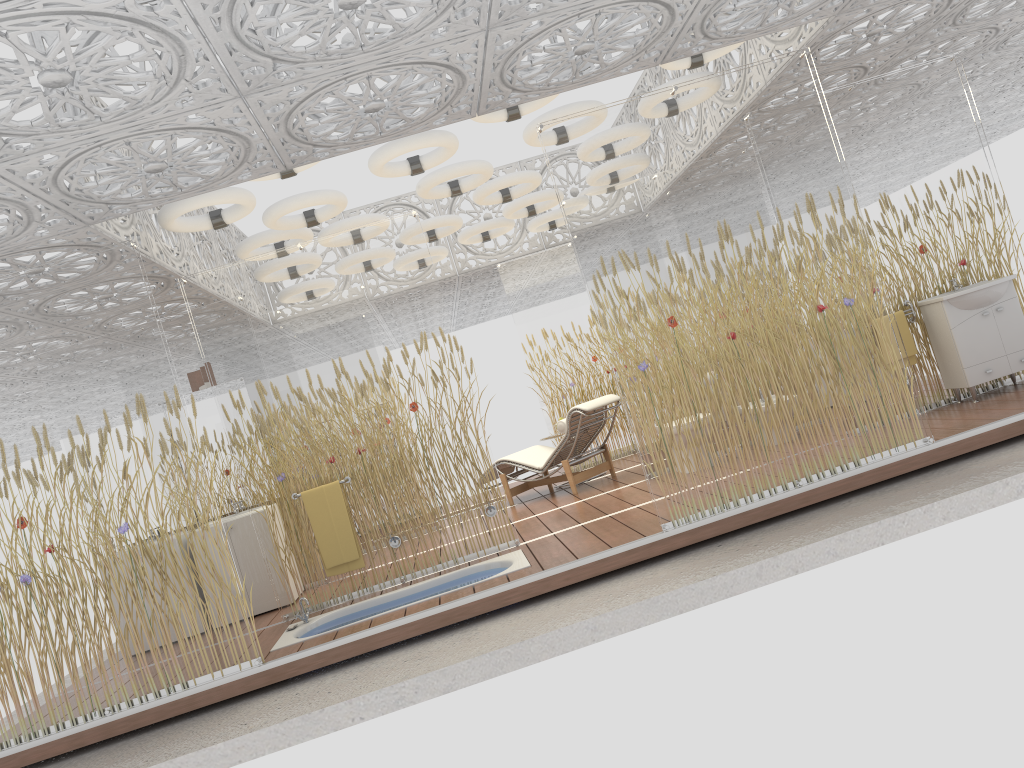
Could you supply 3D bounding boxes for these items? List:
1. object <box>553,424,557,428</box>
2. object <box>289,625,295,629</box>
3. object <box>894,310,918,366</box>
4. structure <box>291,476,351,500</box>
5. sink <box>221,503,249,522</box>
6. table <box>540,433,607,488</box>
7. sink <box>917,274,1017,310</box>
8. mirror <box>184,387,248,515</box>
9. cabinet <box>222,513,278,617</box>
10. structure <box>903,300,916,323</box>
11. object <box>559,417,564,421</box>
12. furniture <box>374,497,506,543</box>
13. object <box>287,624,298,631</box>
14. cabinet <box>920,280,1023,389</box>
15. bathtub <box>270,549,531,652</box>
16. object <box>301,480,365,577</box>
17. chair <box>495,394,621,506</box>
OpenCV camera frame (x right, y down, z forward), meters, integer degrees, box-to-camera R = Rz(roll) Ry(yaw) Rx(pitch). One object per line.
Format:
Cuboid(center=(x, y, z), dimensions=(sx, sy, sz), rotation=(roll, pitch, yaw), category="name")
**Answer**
Cuboid(center=(0.540, 0.453, 9.318), dimensions=(0.206, 0.105, 0.206), rotation=(-18, -1, 40), category="object")
Cuboid(center=(-1.488, 1.644, 5.999), dimensions=(0.035, 0.016, 0.066), rotation=(-17, -1, 4), category="object")
Cuboid(center=(2.907, -0.321, 6.737), dimensions=(0.295, 0.427, 0.042), rotation=(-17, -1, -14), category="object")
Cuboid(center=(-1.383, 0.755, 6.410), dimensions=(0.442, 0.047, 0.078), rotation=(-17, -1, -5), category="structure")
Cuboid(center=(-2.296, 1.127, 7.342), dimensions=(0.573, 0.266, 0.499), rotation=(-17, -1, -2), category="sink")
Cuboid(center=(0.646, 0.761, 9.381), dimensions=(0.420, 0.535, 0.420), rotation=(-17, -1, -35), category="table")
Cuboid(center=(3.451, -0.690, 6.669), dimensions=(0.603, 0.263, 0.454), rotation=(-17, -1, -5), category="sink")
Cuboid(center=(-2.833, 0.667, 7.579), dimensions=(1.422, 1.081, 0.009), rotation=(-17, -1, -5), category="mirror")
Cuboid(center=(-2.183, 1.477, 7.321), dimensions=(0.643, 0.782, 0.549), rotation=(-17, -1, -5), category="cabinet")
Cuboid(center=(2.905, -0.509, 6.775), dimensions=(0.405, 0.183, 0.115), rotation=(-17, -1, -7), category="structure")
Cuboid(center=(0.522, 0.376, 9.327), dimensions=(0.055, 0.056, 0.055), rotation=(-17, -1, -5), category="object")
Cuboid(center=(-0.514, 0.968, 6.353), dimensions=(0.977, 0.014, 0.178), rotation=(-17, -1, -5), category="furniture")
Cuboid(center=(-1.486, 1.651, 5.998), dimensions=(0.065, 0.011, 0.108), rotation=(-17, -1, 4), category="object")
Cuboid(center=(3.540, -0.375, 6.730), dimensions=(0.580, 0.678, 0.316), rotation=(-17, -1, -5), category="cabinet")
Cuboid(center=(-0.683, 1.526, 5.907), dimensions=(1.700, 0.582, 0.700), rotation=(-17, -1, -5), category="bathtub")
Cuboid(center=(-1.287, 1.047, 6.380), dimensions=(0.283, 0.656, 0.042), rotation=(-17, -1, -5), category="object")
Cuboid(center=(0.390, 0.704, 9.011), dimensions=(0.635, 0.811, 1.787), rotation=(-16, -1, -45), category="chair")
